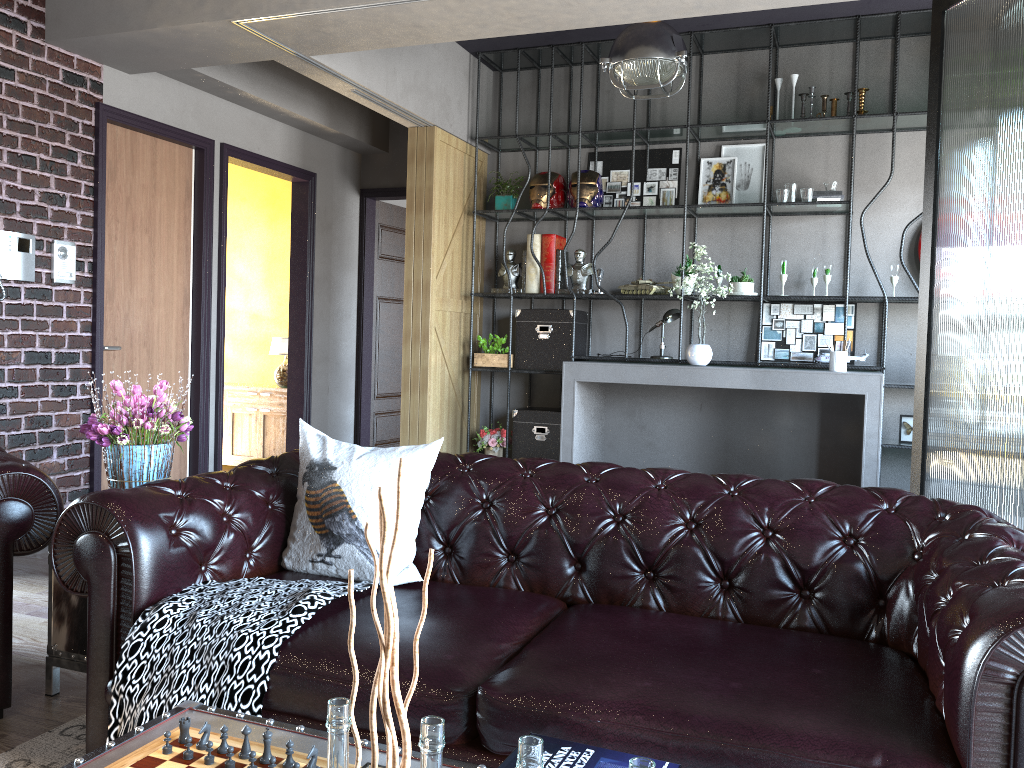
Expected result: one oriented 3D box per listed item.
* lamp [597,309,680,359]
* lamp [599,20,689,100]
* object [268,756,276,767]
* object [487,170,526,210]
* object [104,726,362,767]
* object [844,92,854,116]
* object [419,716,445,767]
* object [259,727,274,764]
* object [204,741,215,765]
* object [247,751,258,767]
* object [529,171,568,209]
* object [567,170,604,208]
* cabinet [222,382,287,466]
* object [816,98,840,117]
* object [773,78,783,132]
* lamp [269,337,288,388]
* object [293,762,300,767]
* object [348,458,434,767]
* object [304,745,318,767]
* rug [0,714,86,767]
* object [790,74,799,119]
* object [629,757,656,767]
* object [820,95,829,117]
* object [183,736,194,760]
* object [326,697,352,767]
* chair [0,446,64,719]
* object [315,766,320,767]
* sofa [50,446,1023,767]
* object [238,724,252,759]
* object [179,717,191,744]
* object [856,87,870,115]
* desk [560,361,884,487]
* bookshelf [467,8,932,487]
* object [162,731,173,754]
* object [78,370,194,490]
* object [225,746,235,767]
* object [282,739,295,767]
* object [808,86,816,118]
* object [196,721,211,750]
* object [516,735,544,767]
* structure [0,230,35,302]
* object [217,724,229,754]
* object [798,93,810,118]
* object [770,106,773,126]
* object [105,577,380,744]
[{"bbox_3d":[0.987,-0.388,6.778,0.205,0.371,0.740,0,3,-45],"label":"lamp"},{"bbox_3d":[0.794,-2.301,5.283,0.534,1.148,0.516,2,2,-2],"label":"lamp"},{"bbox_3d":[-0.391,0.627,1.447,0.017,0.037,0.017,3,2,27],"label":"object"},{"bbox_3d":[-0.048,-1.528,7.106,0.324,0.339,0.295,1,2,-23],"label":"object"},{"bbox_3d":[-0.492,0.664,1.372,0.429,0.036,0.429,3,3,21],"label":"object"},{"bbox_3d":[2.367,-1.938,6.227,0.084,0.233,0.084,2,2,2],"label":"object"},{"bbox_3d":[-0.102,0.565,1.111,0.088,0.290,0.084,3,2,26],"label":"object"},{"bbox_3d":[-0.416,0.612,1.508,0.025,0.058,0.025,2,2,15],"label":"object"},{"bbox_3d":[-0.510,0.621,1.496,0.017,0.037,0.017,3,2,27],"label":"object"},{"bbox_3d":[-0.429,0.625,1.465,0.017,0.037,0.017,3,2,27],"label":"object"},{"bbox_3d":[0.267,-1.510,6.969,0.280,0.327,0.399,3,3,26],"label":"object"},{"bbox_3d":[0.565,-1.496,6.855,0.280,0.327,0.399,2,2,11],"label":"object"},{"bbox_3d":[-2.421,0.380,7.899,1.432,0.750,0.408,3,2,21],"label":"cabinet"},{"bbox_3d":[2.235,-1.899,6.158,0.189,0.152,0.189,4,3,44],"label":"object"},{"bbox_3d":[1.955,-2.044,6.522,0.128,0.390,0.128,1,2,-10],"label":"object"},{"bbox_3d":[-1.961,0.116,7.720,0.291,1.044,0.441,2,2,-6],"label":"lamp"},{"bbox_3d":[-0.348,0.629,1.431,0.017,0.037,0.017,3,2,27],"label":"object"},{"bbox_3d":[-0.170,0.403,1.293,0.156,0.583,0.185,3,2,21],"label":"object"},{"bbox_3d":[-0.333,0.624,1.474,0.026,0.044,0.026,1,2,-24],"label":"object"},{"bbox_3d":[-0.354,1.114,1.935,2.475,0.003,2.255,3,3,21],"label":"rug"},{"bbox_3d":[2.035,-2.037,6.415,0.128,0.390,0.128,1,2,-19],"label":"object"},{"bbox_3d":[0.146,0.577,1.016,0.088,0.290,0.084,3,2,26],"label":"object"},{"bbox_3d":[2.229,-1.944,6.332,0.080,0.226,0.080,2,2,-6],"label":"object"},{"bbox_3d":[-0.551,0.619,1.511,0.017,0.037,0.017,3,2,27],"label":"object"},{"bbox_3d":[-0.228,0.558,1.160,0.088,0.290,0.084,3,2,26],"label":"object"},{"bbox_3d":[-2.368,0.590,2.832,1.492,0.845,1.245,0,3,-39],"label":"chair"},{"bbox_3d":[-0.311,0.631,1.419,0.017,0.037,0.017,3,3,40],"label":"object"},{"bbox_3d":[0.127,0.685,2.500,2.566,0.838,1.240,3,3,20],"label":"sofa"},{"bbox_3d":[-0.456,0.612,1.522,0.025,0.055,0.025,1,2,-24],"label":"object"},{"bbox_3d":[-0.580,0.613,1.571,0.019,0.040,0.019,2,2,-5],"label":"object"},{"bbox_3d":[2.408,-1.931,6.106,0.130,0.232,0.130,2,2,-1],"label":"object"},{"bbox_3d":[1.495,0.315,6.396,2.130,0.885,0.845,3,3,21],"label":"desk"},{"bbox_3d":[1.855,-0.865,6.416,4.484,3.281,0.526,3,2,21],"label":"bookshelf"},{"bbox_3d":[-0.594,0.617,1.528,0.017,0.037,0.017,2,2,2],"label":"object"},{"bbox_3d":[-1.271,0.193,3.026,0.352,0.484,0.349,0,3,-38],"label":"object"},{"bbox_3d":[-0.470,0.623,1.480,0.017,0.037,0.017,3,2,27],"label":"object"},{"bbox_3d":[-0.374,0.620,1.490,0.022,0.047,0.022,1,2,-24],"label":"object"},{"bbox_3d":[2.095,-1.951,6.201,0.100,0.243,0.100,3,2,30],"label":"object"},{"bbox_3d":[-0.539,0.614,1.552,0.026,0.044,0.026,1,2,-24],"label":"object"},{"bbox_3d":[0.020,0.571,1.065,0.088,0.290,0.084,3,2,26],"label":"object"},{"bbox_3d":[-2.642,-0.617,4.703,0.068,0.370,0.279,2,2,21],"label":"structure"},{"bbox_3d":[-0.499,0.614,1.539,0.022,0.047,0.022,1,2,-24],"label":"object"},{"bbox_3d":[2.066,-1.951,6.290,0.084,0.233,0.084,0,3,-42],"label":"object"},{"bbox_3d":[1.833,-1.906,6.301,0.135,0.129,0.135,2,2,-6],"label":"object"},{"bbox_3d":[-0.943,0.844,2.029,0.562,0.569,1.699,4,3,41],"label":"object"}]
